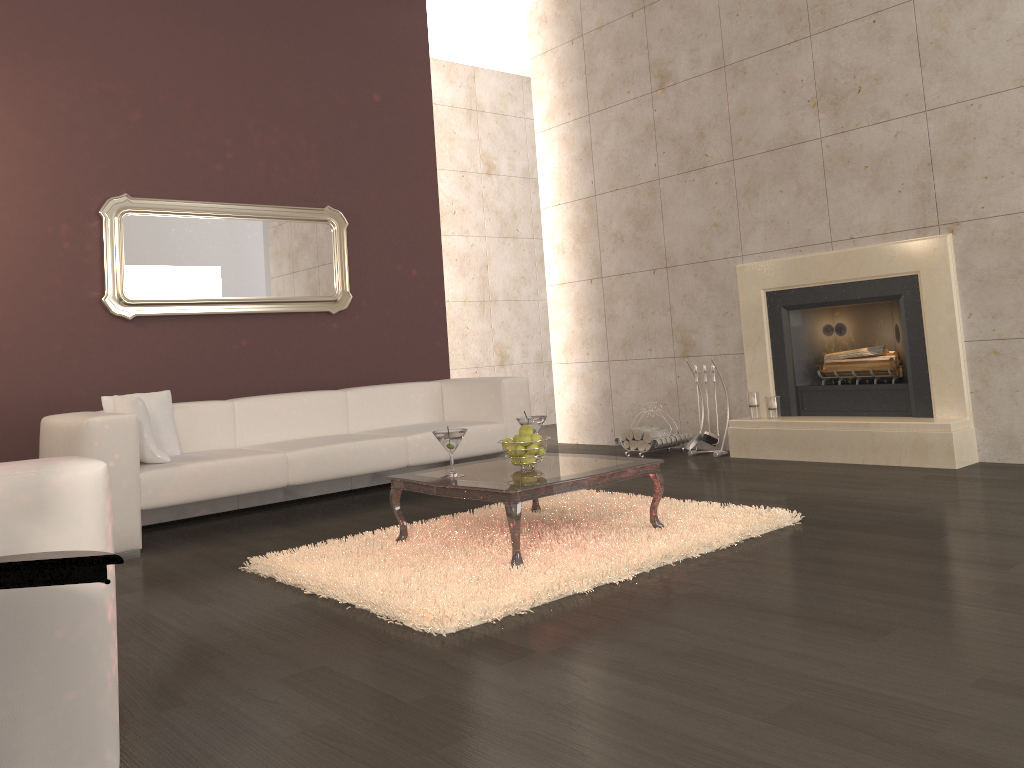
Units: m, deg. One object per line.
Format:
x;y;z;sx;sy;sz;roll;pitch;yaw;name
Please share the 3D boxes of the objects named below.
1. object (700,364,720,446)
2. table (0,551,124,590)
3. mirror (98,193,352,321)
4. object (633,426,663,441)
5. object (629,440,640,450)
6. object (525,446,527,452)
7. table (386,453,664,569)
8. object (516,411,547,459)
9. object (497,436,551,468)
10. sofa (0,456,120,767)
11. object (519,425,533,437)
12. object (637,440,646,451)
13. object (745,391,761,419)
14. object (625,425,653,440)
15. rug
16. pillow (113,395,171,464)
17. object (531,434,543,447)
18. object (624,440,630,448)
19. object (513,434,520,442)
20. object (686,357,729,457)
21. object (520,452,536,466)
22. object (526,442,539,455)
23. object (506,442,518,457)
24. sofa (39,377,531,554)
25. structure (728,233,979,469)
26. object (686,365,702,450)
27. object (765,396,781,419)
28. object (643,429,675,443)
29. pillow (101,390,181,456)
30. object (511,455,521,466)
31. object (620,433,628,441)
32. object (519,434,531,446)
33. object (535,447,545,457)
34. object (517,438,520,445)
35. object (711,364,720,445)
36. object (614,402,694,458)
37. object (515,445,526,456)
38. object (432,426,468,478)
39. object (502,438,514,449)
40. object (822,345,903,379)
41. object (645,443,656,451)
1.398;0.155;6.306;0.136;0.593;0.069;-3;-5;-16;object
-0.848;0.572;1.326;0.513;0.526;0.520;-4;-2;-17;table
-1.912;-0.872;6.117;1.787;0.830;0.046;-5;-3;-40;mirror
1.019;0.368;6.559;0.252;0.077;0.078;-5;0;-40;object
1.004;0.441;6.600;0.277;0.074;0.082;-5;0;-40;object
0.041;0.280;3.853;0.061;0.063;0.060;-4;-2;14;object
0.060;0.516;3.790;0.916;0.305;0.899;-5;2;-42;table
0.098;0.240;4.147;0.150;0.218;0.151;-5;-3;25;object
0.056;0.298;3.795;0.233;0.120;0.233;-4;1;5;object
-1.776;0.521;2.228;0.945;0.655;2.013;-4;1;-40;sofa
0.060;0.207;3.803;0.062;0.064;0.062;-3;-2;-40;object
1.042;0.440;6.532;0.252;0.077;0.078;-5;0;-40;object
1.662;0.146;6.057;0.098;0.185;0.097;-4;-3;3;object
0.963;0.366;6.624;0.252;0.083;0.081;-5;0;-40;object
0.069;0.663;3.756;2.002;0.068;1.499;-6;3;-40;rug
-1.917;0.231;4.517;0.186;0.361;0.373;-1;-3;-41;pillow
0.103;0.246;3.787;0.057;0.062;0.062;-5;-2;19;object
0.948;0.440;6.641;0.252;0.058;0.056;-5;0;-40;object
0.028;0.243;3.830;0.045;0.050;0.049;-3;-2;-26;object
1.402;0.156;6.312;0.217;0.704;0.261;0;-5;-40;object
0.067;0.318;3.762;0.069;0.064;0.067;-4;-1;5;object
0.086;0.274;3.739;0.053;0.052;0.053;-3;-2;-36;object
0.005;0.281;3.768;0.065;0.066;0.066;-5;-2;17;object
-1.193;0.377;5.266;2.789;0.656;0.937;-5;1;-40;sofa
2.169;-0.205;5.736;0.589;1.351;1.514;-1;-3;-40;structure
1.308;0.166;6.365;0.125;0.608;0.115;-4;-5;0;object
1.777;0.158;5.990;0.108;0.149;0.107;-2;-3;-36;object
1.083;0.382;6.492;0.263;0.079;0.079;-5;0;-40;object
-2.014;0.228;4.785;0.377;0.364;0.168;-3;-4;-42;pillow
0.023;0.326;3.806;0.055;0.055;0.054;-3;-2;-29;object
0.925;0.388;6.668;0.252;0.058;0.056;-5;0;-40;object
0.055;0.238;3.731;0.054;0.052;0.053;-3;-2;-40;object
0.116;0.292;3.802;0.051;0.048;0.051;-5;-2;44;object
0.042;0.251;3.772;0.045;0.044;0.045;-5;-1;21;object
1.428;0.144;6.230;0.026;0.570;0.106;-8;-6;43;object
1.061;0.330;6.609;0.503;0.383;0.428;-4;-1;-40;object
0.036;0.281;3.732;0.044;0.046;0.045;-5;-2;41;object
-0.256;0.280;3.707;0.150;0.218;0.151;-6;-4;42;object
-0.017;0.261;3.814;0.054;0.055;0.053;-4;-2;12;object
2.301;-0.144;5.800;0.220;0.213;0.510;-3;0;-40;object
1.082;0.448;6.477;0.244;0.060;0.061;-5;0;-40;object
